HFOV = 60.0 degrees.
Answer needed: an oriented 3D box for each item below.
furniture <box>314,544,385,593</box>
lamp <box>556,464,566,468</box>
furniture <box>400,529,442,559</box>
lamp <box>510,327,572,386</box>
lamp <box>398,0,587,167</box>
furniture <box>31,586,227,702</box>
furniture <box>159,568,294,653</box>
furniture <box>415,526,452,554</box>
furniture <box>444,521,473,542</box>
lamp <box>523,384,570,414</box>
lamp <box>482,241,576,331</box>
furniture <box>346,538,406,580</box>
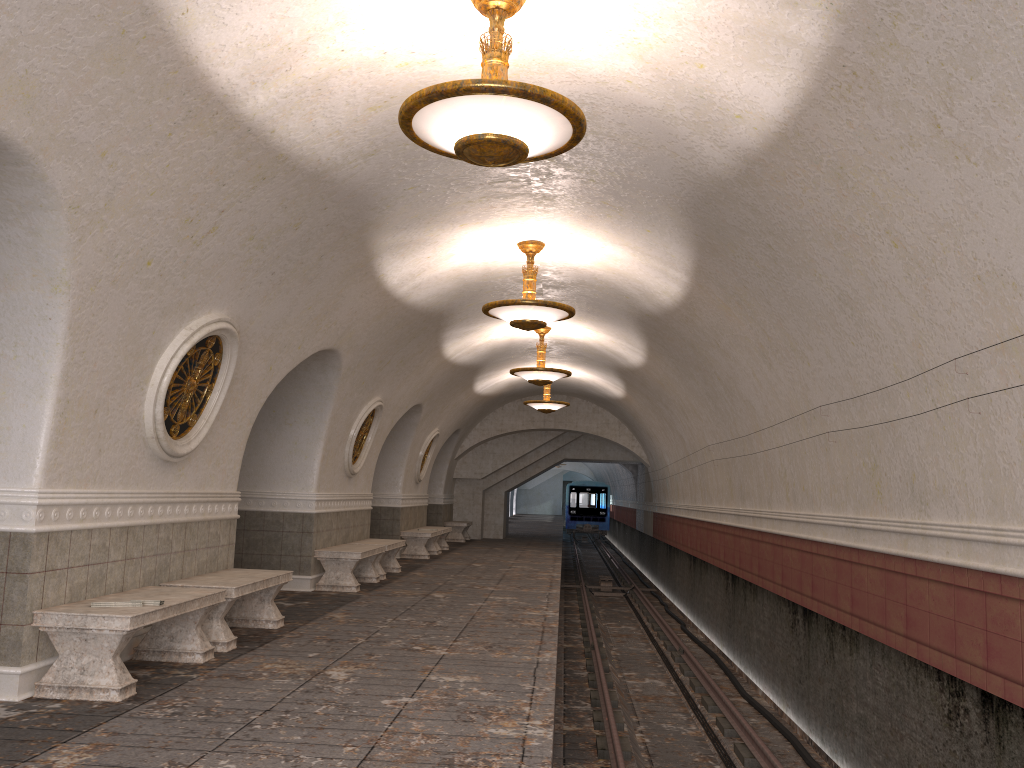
[{"bbox_3d":[-2.178,2.467,11.960,0.613,0.508,1.509,2,-7,4],"label":"furniture"},{"bbox_3d":[2.914,4.775,55.539,1.008,0.955,1.008,3,-7,-10],"label":"lamp"},{"bbox_3d":[-1.828,3.214,17.865,0.613,0.508,1.509,2,-7,4],"label":"furniture"},{"bbox_3d":[0.473,-0.436,14.361,1.008,0.955,1.008,0,-8,19],"label":"lamp"},{"bbox_3d":[-0.095,-1.646,4.796,1.008,0.955,1.008,4,-7,-12],"label":"lamp"},{"bbox_3d":[-2.532,1.712,5.997,0.613,0.508,1.509,2,-7,4],"label":"furniture"},{"bbox_3d":[-2.433,1.923,7.662,0.613,0.508,1.509,2,-7,4],"label":"furniture"},{"bbox_3d":[-1.729,3.425,19.530,0.613,0.508,1.509,2,-7,4],"label":"furniture"},{"bbox_3d":[-1.458,4.004,24.107,0.613,0.508,1.509,2,-7,4],"label":"furniture"},{"bbox_3d":[0.756,0.169,19.145,1.008,0.955,1.008,8,-9,-40],"label":"lamp"},{"bbox_3d":[0.189,-1.041,9.580,1.008,0.955,1.008,0,-8,19],"label":"lamp"},{"bbox_3d":[-2.079,2.678,13.625,0.613,0.508,1.509,2,-7,4],"label":"furniture"}]
